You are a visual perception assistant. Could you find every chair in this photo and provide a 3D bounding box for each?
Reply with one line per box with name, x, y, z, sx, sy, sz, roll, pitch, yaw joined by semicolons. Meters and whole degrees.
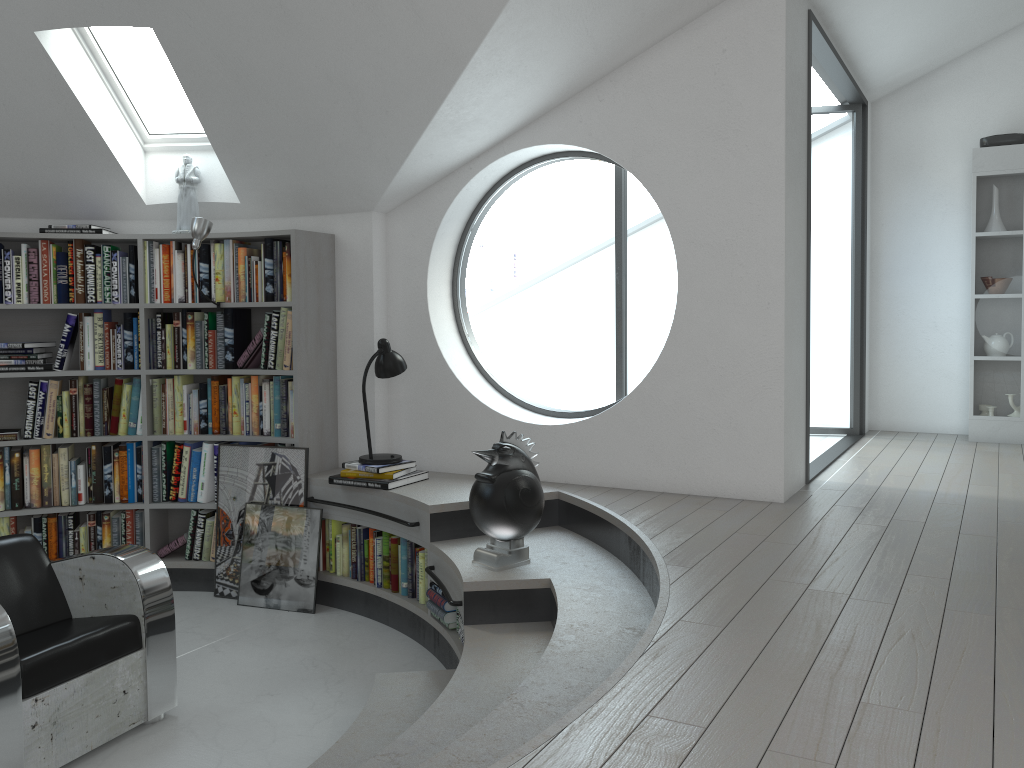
chair;-1.826;0.976;3.269;0.741;0.718;0.824;1;4;24

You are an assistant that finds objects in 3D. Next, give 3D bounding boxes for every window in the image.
window;0.312;-0.546;4.924;1.471;1.468;0.104;1;3;29
window;-2.996;-1.583;3.718;1.932;0.712;4.060;2;5;29

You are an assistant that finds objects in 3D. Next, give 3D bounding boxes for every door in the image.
door;1.976;-0.813;6.460;1.051;2.344;0.080;0;2;14

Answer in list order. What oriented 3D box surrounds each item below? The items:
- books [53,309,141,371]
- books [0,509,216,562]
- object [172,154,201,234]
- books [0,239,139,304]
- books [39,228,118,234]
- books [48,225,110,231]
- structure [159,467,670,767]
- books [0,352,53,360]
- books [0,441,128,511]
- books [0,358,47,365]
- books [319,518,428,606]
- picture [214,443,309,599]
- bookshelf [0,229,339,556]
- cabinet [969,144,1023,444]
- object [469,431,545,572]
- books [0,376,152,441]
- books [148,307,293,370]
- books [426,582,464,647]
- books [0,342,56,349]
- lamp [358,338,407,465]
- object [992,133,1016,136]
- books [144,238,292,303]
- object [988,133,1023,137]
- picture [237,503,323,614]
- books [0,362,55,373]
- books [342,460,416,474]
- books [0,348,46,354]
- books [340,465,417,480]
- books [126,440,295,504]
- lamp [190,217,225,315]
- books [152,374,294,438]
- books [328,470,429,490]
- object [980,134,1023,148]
books;-2.371;-0.259;5.179;0.553;0.350;0.256;-1;3;-15
books;-2.339;0.873;5.155;1.497;0.311;0.360;-1;3;-9
object;-1.877;-1.094;5.129;0.179;0.472;0.179;2;3;38
books;-2.620;-0.637;5.068;0.969;0.367;0.306;-2;3;-18
books;-2.510;-0.872;5.154;0.336;0.036;0.317;-1;4;-9
books;-2.511;-0.900;5.153;0.247;0.027;0.233;0;4;1
structure;-1.766;0.989;3.157;4.710;0.692;4.716;-2;4;-16
books;-2.824;-0.159;5.070;0.286;0.031;0.269;-1;4;-11
books;-2.627;0.513;5.107;0.872;0.350;0.272;-2;3;-20
books;-2.823;-0.129;5.071;0.286;0.031;0.269;-2;5;-26
books;-0.673;0.896;4.661;1.148;0.298;0.272;3;5;43
picture;-1.398;0.774;4.933;0.578;0.862;0.090;1;3;19
bookshelf;-2.980;0.186;3.791;2.109;1.878;4.338;1;4;29
cabinet;3.484;-0.602;6.030;0.642;1.987;0.361;1;3;29
object;-0.022;0.478;3.758;0.320;0.562;0.320;0;3;2
books;-2.546;0.129;5.108;0.974;0.352;0.252;-2;3;-19
books;-1.619;-0.262;5.134;1.052;0.358;0.280;1;3;14
books;-0.176;1.016;3.856;0.240;0.168;0.666;-2;4;-20
books;-2.824;-0.222;5.067;0.286;0.031;0.269;0;4;9
lamp;-0.688;0.086;4.735;0.233;0.659;0.323;2;4;44
object;3.361;-1.631;6.050;0.170;0.119;0.170;1;4;29
books;-1.633;-0.646;5.121;1.014;0.362;0.293;0;3;11
object;3.361;-1.621;6.050;0.238;0.119;0.238;2;4;29
picture;-1.262;0.942;4.815;0.489;0.554;0.107;1;3;19
books;-2.823;-0.096;5.073;0.388;0.042;0.366;-2;4;-21
books;-0.708;0.431;4.721;0.286;0.031;0.269;3;5;39
books;-2.824;-0.191;5.069;0.226;0.036;0.214;-1;4;-11
books;-0.707;0.464;4.722;0.304;0.034;0.287;1;4;19
books;-1.676;0.502;5.171;1.184;0.358;0.304;0;3;10
lamp;-1.661;-0.647;4.902;0.112;0.524;0.275;0;3;20
books;-1.608;0.121;5.155;1.020;0.347;0.276;1;3;14
books;-0.707;0.500;4.724;0.388;0.042;0.366;2;5;29
object;3.361;-1.612;6.051;0.299;0.119;0.299;2;4;29
